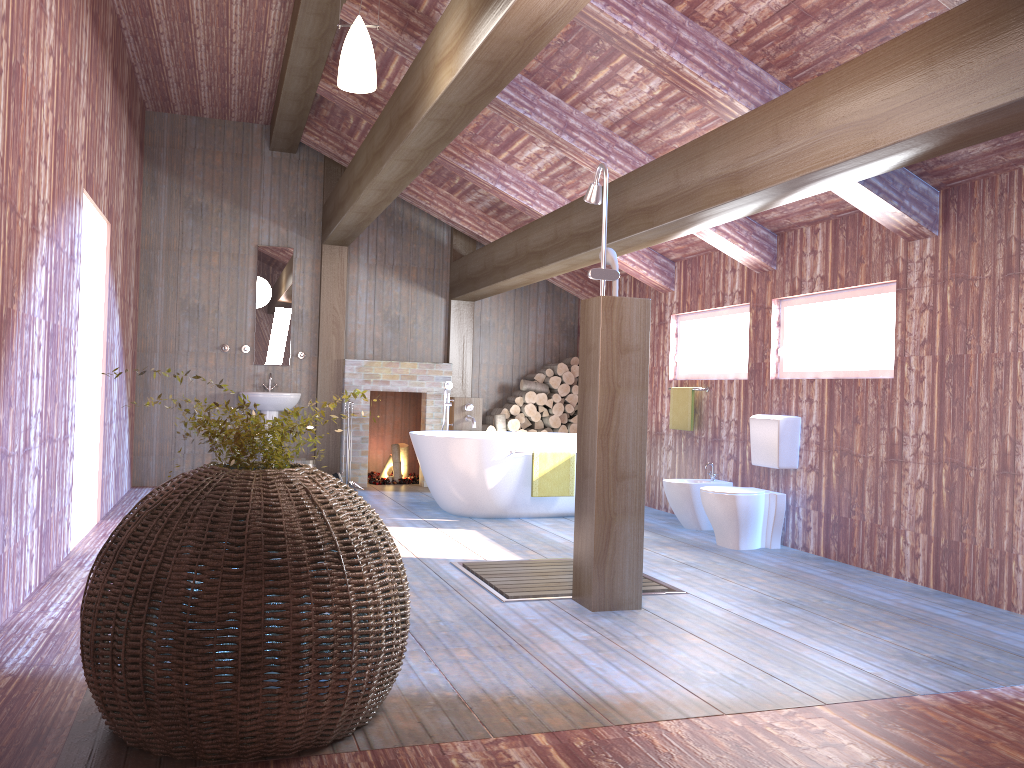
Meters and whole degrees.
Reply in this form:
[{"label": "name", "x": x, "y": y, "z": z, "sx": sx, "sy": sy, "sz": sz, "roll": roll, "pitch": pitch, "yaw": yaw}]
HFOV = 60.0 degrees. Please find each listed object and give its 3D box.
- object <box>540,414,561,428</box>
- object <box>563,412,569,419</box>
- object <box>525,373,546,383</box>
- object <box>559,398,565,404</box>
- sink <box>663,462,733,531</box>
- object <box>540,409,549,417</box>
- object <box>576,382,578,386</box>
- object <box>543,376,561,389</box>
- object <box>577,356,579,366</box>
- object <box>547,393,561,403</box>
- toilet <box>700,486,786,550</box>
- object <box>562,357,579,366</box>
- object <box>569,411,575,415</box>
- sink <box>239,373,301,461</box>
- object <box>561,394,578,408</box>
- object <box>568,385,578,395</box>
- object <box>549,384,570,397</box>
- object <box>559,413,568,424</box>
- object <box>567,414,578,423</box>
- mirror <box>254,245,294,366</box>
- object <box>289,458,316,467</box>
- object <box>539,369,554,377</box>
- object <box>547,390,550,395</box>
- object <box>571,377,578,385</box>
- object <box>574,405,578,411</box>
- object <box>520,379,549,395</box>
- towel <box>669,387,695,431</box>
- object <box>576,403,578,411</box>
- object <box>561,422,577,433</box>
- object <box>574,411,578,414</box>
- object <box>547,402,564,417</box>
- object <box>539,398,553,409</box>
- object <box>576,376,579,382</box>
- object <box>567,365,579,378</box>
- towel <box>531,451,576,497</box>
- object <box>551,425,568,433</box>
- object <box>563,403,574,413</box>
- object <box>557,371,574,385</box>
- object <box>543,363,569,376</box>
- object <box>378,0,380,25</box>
[{"label": "object", "x": 0.380, "y": 0.398, "z": 9.607, "sx": 0.141, "sy": 0.143, "sz": 0.437, "roll": 2, "pitch": -1, "yaw": -20}, {"label": "object", "x": 0.562, "y": 0.341, "z": 9.654, "sx": 0.065, "sy": 0.069, "sz": 0.177, "roll": 2, "pitch": -1, "yaw": -19}, {"label": "object", "x": 0.252, "y": -0.054, "z": 9.666, "sx": 0.140, "sy": 0.121, "sz": 0.319, "roll": 2, "pitch": -1, "yaw": -17}, {"label": "object", "x": 0.484, "y": 0.196, "z": 9.619, "sx": 0.095, "sy": 0.090, "sz": 0.278, "roll": 2, "pitch": -1, "yaw": -17}, {"label": "sink", "x": 1.417, "y": 0.868, "z": 6.891, "sx": 0.515, "sy": 0.517, "sz": 0.335, "roll": 2, "pitch": -1, "yaw": -18}, {"label": "object", "x": 0.322, "y": 0.304, "z": 9.591, "sx": 0.085, "sy": 0.096, "sz": 0.280, "roll": 2, "pitch": -1, "yaw": -18}, {"label": "object", "x": 0.744, "y": 0.023, "z": 9.729, "sx": 0.102, "sy": 0.109, "sz": 0.438, "roll": 2, "pitch": -1, "yaw": -18}, {"label": "object", "x": 0.389, "y": -0.022, "z": 9.629, "sx": 0.139, "sy": 0.148, "sz": 0.458, "roll": 2, "pitch": -1, "yaw": -18}, {"label": "object", "x": 0.743, "y": -0.255, "z": 9.768, "sx": 0.112, "sy": 0.113, "sz": 0.271, "roll": 2, "pitch": -1, "yaw": -18}, {"label": "object", "x": 0.409, "y": 0.146, "z": 9.613, "sx": 0.102, "sy": 0.109, "sz": 0.438, "roll": 2, "pitch": -1, "yaw": -18}, {"label": "toilet", "x": 1.550, "y": 0.924, "z": 6.108, "sx": 0.534, "sy": 0.400, "sz": 0.375, "roll": 2, "pitch": -1, "yaw": -18}, {"label": "object", "x": 0.641, "y": -0.235, "z": 9.733, "sx": 0.104, "sy": 0.121, "sz": 0.270, "roll": 2, "pitch": -1, "yaw": -17}, {"label": "object", "x": 0.619, "y": 0.306, "z": 9.674, "sx": 0.067, "sy": 0.069, "sz": 0.177, "roll": 2, "pitch": -1, "yaw": -18}, {"label": "sink", "x": -2.384, "y": 0.459, "z": 8.717, "sx": 0.582, "sy": 1.143, "sz": 0.475, "roll": 2, "pitch": -1, "yaw": -19}, {"label": "object", "x": 0.574, "y": 0.178, "z": 9.703, "sx": 0.172, "sy": 0.151, "sz": 0.482, "roll": 2, "pitch": -1, "yaw": -17}, {"label": "object", "x": 0.618, "y": 0.062, "z": 9.686, "sx": 0.089, "sy": 0.106, "sz": 0.437, "roll": 2, "pitch": -1, "yaw": -17}, {"label": "object", "x": 0.485, "y": 0.070, "z": 9.643, "sx": 0.143, "sy": 0.151, "sz": 0.440, "roll": 2, "pitch": -1, "yaw": -18}, {"label": "object", "x": 0.495, "y": 0.365, "z": 9.631, "sx": 0.111, "sy": 0.118, "sz": 0.302, "roll": 2, "pitch": -1, "yaw": -19}, {"label": "object", "x": 0.611, "y": 0.370, "z": 9.685, "sx": 0.115, "sy": 0.112, "sz": 0.423, "roll": 2, "pitch": -1, "yaw": -18}, {"label": "mirror", "x": -2.398, "y": -0.785, "z": 8.932, "sx": 0.350, "sy": 1.199, "sz": 0.009, "roll": 2, "pitch": -1, "yaw": -19}, {"label": "object", "x": -2.104, "y": 0.891, "z": 8.784, "sx": 0.309, "sy": 0.290, "sz": 0.308, "roll": 2, "pitch": -1, "yaw": -8}, {"label": "object", "x": 0.370, "y": -0.121, "z": 9.593, "sx": 0.094, "sy": 0.097, "sz": 0.227, "roll": 2, "pitch": -1, "yaw": -18}, {"label": "object", "x": 0.311, "y": 0.081, "z": 9.686, "sx": 0.121, "sy": 0.124, "sz": 0.291, "roll": 2, "pitch": -1, "yaw": -18}, {"label": "object", "x": 0.609, "y": -0.021, "z": 9.791, "sx": 0.132, "sy": 0.119, "sz": 0.319, "roll": 2, "pitch": -1, "yaw": -17}, {"label": "object", "x": 0.660, "y": 0.253, "z": 9.748, "sx": 0.088, "sy": 0.092, "sz": 0.280, "roll": 2, "pitch": -1, "yaw": -18}, {"label": "object", "x": 0.238, "y": 0.033, "z": 9.451, "sx": 0.302, "sy": 0.157, "sz": 0.121, "roll": 2, "pitch": -1, "yaw": -18}, {"label": "towel", "x": 1.434, "y": 0.209, "z": 7.485, "sx": 0.032, "sy": 0.361, "sz": 0.370, "roll": 2, "pitch": -1, "yaw": -18}, {"label": "object", "x": 0.733, "y": 0.254, "z": 9.726, "sx": 0.102, "sy": 0.109, "sz": 0.438, "roll": 2, "pitch": -1, "yaw": -18}, {"label": "object", "x": 0.604, "y": 0.487, "z": 9.690, "sx": 0.137, "sy": 0.133, "sz": 0.437, "roll": 2, "pitch": -1, "yaw": -20}, {"label": "object", "x": 0.715, "y": 0.420, "z": 9.730, "sx": 0.137, "sy": 0.256, "sz": 0.439, "roll": 2, "pitch": -1, "yaw": -18}, {"label": "object", "x": 0.425, "y": 0.275, "z": 9.622, "sx": 0.136, "sy": 0.157, "sz": 0.439, "roll": 2, "pitch": -1, "yaw": -18}, {"label": "object", "x": 0.322, "y": 0.214, "z": 9.584, "sx": 0.109, "sy": 0.124, "sz": 0.424, "roll": 2, "pitch": -1, "yaw": -19}, {"label": "object", "x": 0.733, "y": -0.073, "z": 9.764, "sx": 0.107, "sy": 0.115, "sz": 0.269, "roll": 2, "pitch": -1, "yaw": -17}, {"label": "object", "x": 0.625, "y": -0.137, "z": 9.711, "sx": 0.133, "sy": 0.142, "sz": 0.456, "roll": 2, "pitch": -1, "yaw": -17}, {"label": "towel", "x": 0.328, "y": 0.708, "z": 6.989, "sx": 0.370, "sy": 0.361, "sz": 0.032, "roll": 2, "pitch": -1, "yaw": -22}, {"label": "object", "x": 0.495, "y": 0.493, "z": 9.619, "sx": 0.114, "sy": 0.113, "sz": 0.301, "roll": 2, "pitch": -1, "yaw": -21}, {"label": "object", "x": 0.548, "y": 0.258, "z": 9.662, "sx": 0.102, "sy": 0.109, "sz": 0.438, "roll": 2, "pitch": -1, "yaw": -18}, {"label": "object", "x": 0.527, "y": -0.065, "z": 9.657, "sx": 0.141, "sy": 0.143, "sz": 0.437, "roll": 2, "pitch": -1, "yaw": -20}, {"label": "object", "x": 0.475, "y": -0.158, "z": 9.659, "sx": 0.135, "sy": 0.139, "sz": 0.456, "roll": 2, "pitch": -1, "yaw": -17}, {"label": "object", "x": -0.404, "y": -0.561, "z": 6.804, "sx": 0.258, "sy": 3.264, "sz": 5.569, "roll": 2, "pitch": -1, "yaw": 2}]
